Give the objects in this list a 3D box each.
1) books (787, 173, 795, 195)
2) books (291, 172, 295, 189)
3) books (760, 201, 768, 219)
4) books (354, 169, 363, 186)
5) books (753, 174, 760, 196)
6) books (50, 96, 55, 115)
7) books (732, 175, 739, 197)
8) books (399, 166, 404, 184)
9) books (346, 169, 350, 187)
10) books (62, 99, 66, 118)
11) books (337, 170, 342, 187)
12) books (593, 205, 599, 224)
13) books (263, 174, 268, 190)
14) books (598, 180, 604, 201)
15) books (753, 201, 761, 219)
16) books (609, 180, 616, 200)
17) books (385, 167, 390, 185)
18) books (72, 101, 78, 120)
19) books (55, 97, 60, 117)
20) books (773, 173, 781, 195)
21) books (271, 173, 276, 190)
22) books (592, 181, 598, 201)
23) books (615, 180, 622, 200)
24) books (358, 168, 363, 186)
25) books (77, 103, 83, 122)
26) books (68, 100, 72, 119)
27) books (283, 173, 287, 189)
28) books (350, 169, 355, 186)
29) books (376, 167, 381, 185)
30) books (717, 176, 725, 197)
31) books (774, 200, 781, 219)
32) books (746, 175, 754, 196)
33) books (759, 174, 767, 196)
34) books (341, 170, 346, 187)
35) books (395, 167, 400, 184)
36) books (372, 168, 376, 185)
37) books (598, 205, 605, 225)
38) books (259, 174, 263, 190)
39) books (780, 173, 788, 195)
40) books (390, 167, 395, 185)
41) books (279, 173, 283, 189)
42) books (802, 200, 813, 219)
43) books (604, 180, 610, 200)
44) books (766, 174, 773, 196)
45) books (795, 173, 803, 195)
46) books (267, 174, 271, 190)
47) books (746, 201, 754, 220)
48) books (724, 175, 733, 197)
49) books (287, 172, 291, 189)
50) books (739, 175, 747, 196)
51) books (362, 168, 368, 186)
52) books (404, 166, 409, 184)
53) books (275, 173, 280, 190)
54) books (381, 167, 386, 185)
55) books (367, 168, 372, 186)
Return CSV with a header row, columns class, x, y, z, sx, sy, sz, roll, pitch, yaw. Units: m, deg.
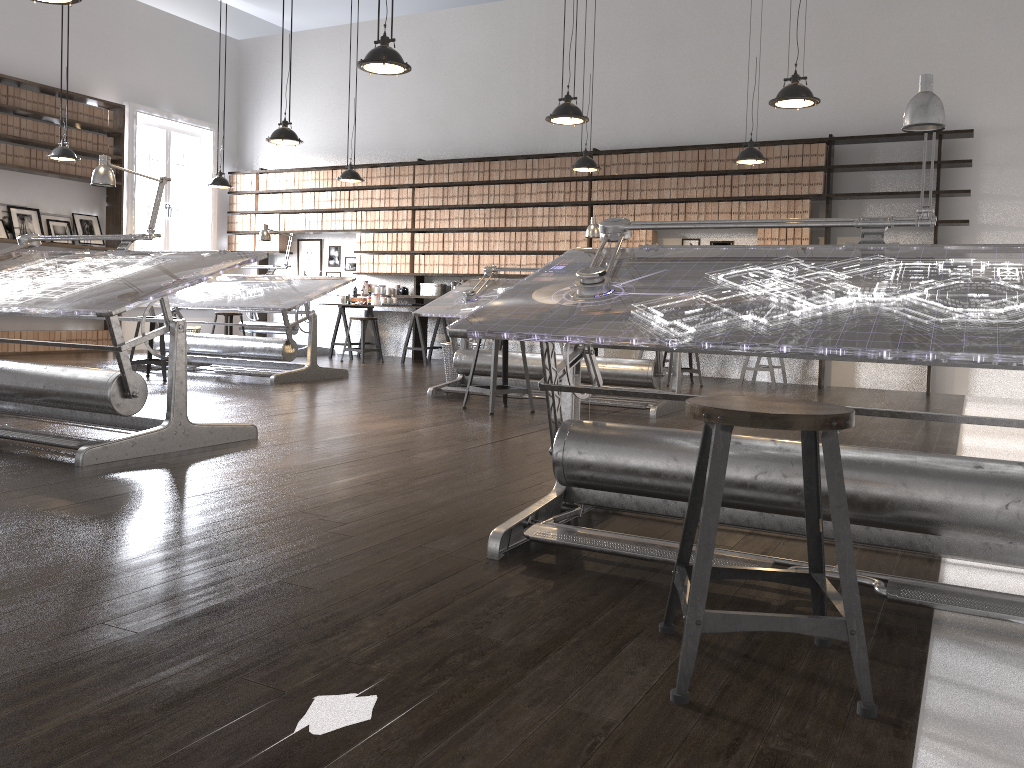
class,x,y,z,sx,sy,sz,roll,pitch,yaw
books,2.812,-1.990,8.874,0.067,0.225,0.175,3,3,27
books,-2.875,-2.705,11.837,0.067,0.225,0.175,3,3,27
books,2.573,-1.739,8.999,0.067,0.225,0.175,3,3,28
books,-1.942,-2.633,11.352,0.067,0.225,0.175,3,3,28
books,2.511,-2.013,9.032,0.067,0.225,0.175,3,3,27
books,-5.280,-3.152,10.073,0.175,0.225,0.067,3,3,27
books,2.323,-2.027,9.131,0.067,0.225,0.175,3,3,28
books,-1.324,-2.586,11.031,0.067,0.225,0.174,3,3,27
books,-2.061,-2.642,11.415,0.067,0.225,0.175,3,3,28
books,-5.216,-3.161,10.203,0.174,0.225,0.067,3,3,28
books,-2.188,-2.652,11.477,0.067,0.225,0.174,3,3,27
books,0.963,-1.863,9.843,0.067,0.225,0.175,3,3,27
books,-3.305,-2.738,12.060,0.067,0.225,0.175,3,3,27
books,1.014,-2.128,9.807,0.067,0.225,0.175,3,3,28
books,2.512,-1.744,9.035,0.067,0.225,0.175,3,3,27
books,1.136,-2.119,9.748,0.067,0.225,0.175,3,3,28
books,-1.511,-2.599,11.121,0.067,0.225,0.175,3,3,28
books,-5.153,-3.170,10.327,0.175,0.225,0.067,3,3,27
books,-5.247,-3.156,10.137,0.175,0.225,0.067,3,3,28
books,2.685,-1.999,8.938,0.067,0.225,0.175,3,3,27
books,-3.175,-2.728,11.993,0.067,0.225,0.174,3,3,28
books,0.951,-2.133,9.844,0.067,0.225,0.174,3,3,28
books,1.195,-2.114,9.720,0.067,0.225,0.175,3,3,27
books,-1.888,-2.629,11.322,0.067,0.225,0.175,3,3,28
books,-5.117,-3.174,10.388,0.175,0.225,0.067,3,3,28
books,-5.187,-3.166,10.267,0.174,0.225,0.067,3,3,27
books,-2.991,-2.713,11.895,0.067,0.225,0.175,3,3,28
books,-2.004,-2.637,11.379,0.067,0.225,0.175,3,3,27
books,-1.638,-2.609,11.191,0.067,0.225,0.174,3,3,27
books,2.191,-2.037,9.200,0.067,0.225,0.175,3,3,28
books,2.694,-1.730,8.940,0.067,0.225,0.175,3,3,27
books,2.449,-2.018,9.065,0.067,0.225,0.174,3,3,27
books,2.568,-2.008,8.995,0.067,0.225,0.175,3,3,28
books,-2.124,-2.647,11.448,0.067,0.225,0.174,3,3,28
books,-1.386,-2.590,11.062,0.067,0.225,0.175,3,3,27
books,-1.698,-2.614,11.227,0.067,0.225,0.174,3,3,28
books,1.017,-1.859,9.810,0.067,0.225,0.175,3,3,28
books,-3.368,-2.743,12.099,0.067,0.225,0.175,3,3,28
books,2.748,-1.994,8.903,0.067,0.225,0.175,3,3,28
books,-1.453,-2.595,11.096,0.067,0.225,0.175,3,3,27
books,-3.048,-2.718,11.931,0.067,0.225,0.175,3,3,27
books,2.937,-1.711,8.809,0.067,0.225,0.174,3,3,28
books,1.078,-2.123,9.774,0.067,0.225,0.175,3,3,27
books,2.630,-2.004,8.969,0.067,0.225,0.175,3,3,27
books,2.875,-1.985,8.843,0.067,0.225,0.174,3,3,27
books,-3.236,-2.733,12.030,0.067,0.225,0.175,3,3,28
books,2.451,-1.749,9.069,0.067,0.225,0.174,3,3,27
books,2.254,-2.032,9.160,0.067,0.225,0.175,3,3,27
books,-2.930,-2.709,11.868,0.067,0.225,0.175,3,3,27
books,2.384,-2.022,9.094,0.067,0.225,0.174,3,3,28
books,-1.824,-2.624,11.286,0.067,0.225,0.175,3,3,27
books,-1.264,-2.581,10.996,0.067,0.225,0.174,3,3,28
books,-3.111,-2.723,11.964,0.067,0.225,0.174,3,3,27
books,-1.575,-2.604,11.154,0.067,0.225,0.175,3,3,27
books,-1.760,-2.619,11.257,0.067,0.225,0.175,3,3,28
